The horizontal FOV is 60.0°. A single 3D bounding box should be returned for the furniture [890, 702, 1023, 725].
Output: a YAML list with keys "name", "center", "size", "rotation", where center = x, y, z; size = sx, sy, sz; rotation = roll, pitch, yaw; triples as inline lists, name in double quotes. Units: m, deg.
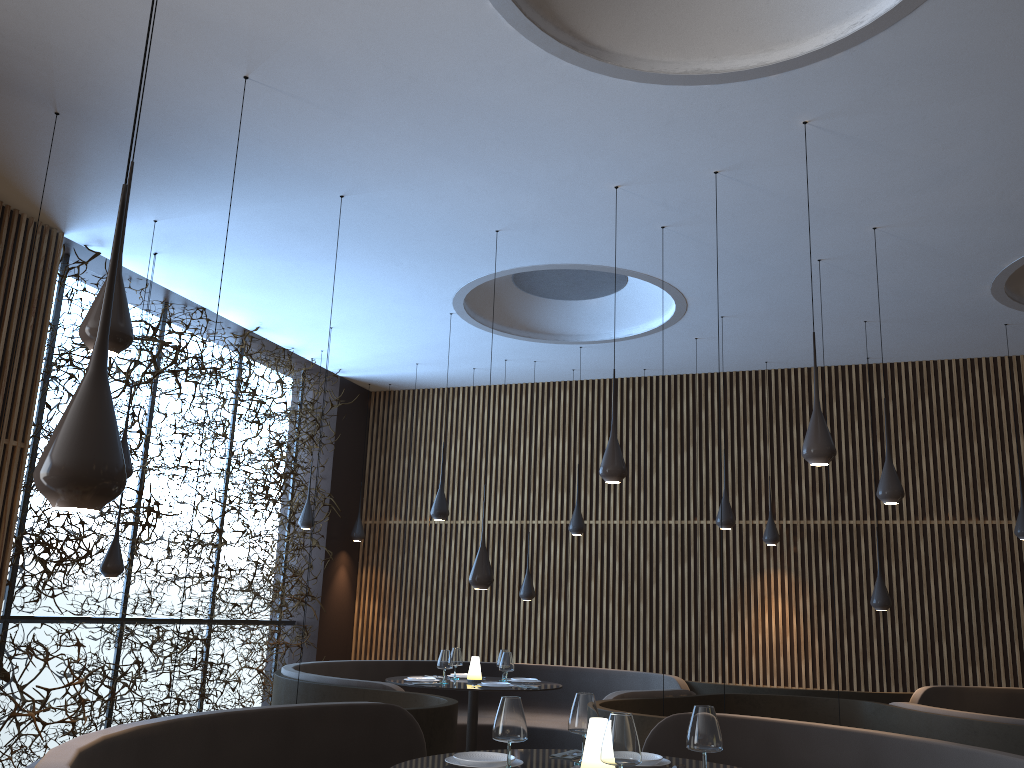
- name: "furniture"
  center: [3.552, 2.768, 5.927]
  size: [0.902, 1.041, 2.542]
  rotation: [10, -16, -27]

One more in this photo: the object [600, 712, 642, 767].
- name: "object"
  center: [0.379, 1.303, 3.088]
  size: [0.142, 0.293, 0.142]
  rotation: [7, -14, -18]

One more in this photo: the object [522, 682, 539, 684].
- name: "object"
  center: [0.121, 2.887, 8.601]
  size: [0.204, 0.011, 0.413]
  rotation: [7, -15, -18]

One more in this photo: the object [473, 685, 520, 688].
- name: "object"
  center: [-0.148, 2.697, 7.920]
  size: [0.411, 0.011, 0.205]
  rotation: [9, -16, -23]

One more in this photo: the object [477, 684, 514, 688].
- name: "object"
  center: [-0.144, 2.696, 7.922]
  size: [0.332, 0.014, 0.334]
  rotation: [1, -15, 6]

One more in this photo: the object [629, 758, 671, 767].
- name: "object"
  center: [0.535, 1.670, 3.925]
  size: [0.332, 0.014, 0.333]
  rotation: [-9, -18, 37]

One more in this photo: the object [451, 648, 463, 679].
- name: "object"
  center: [-0.555, 2.753, 8.733]
  size: [0.142, 0.293, 0.142]
  rotation: [-3, -15, 20]

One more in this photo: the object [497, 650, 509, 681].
- name: "object"
  center: [-0.082, 2.775, 8.745]
  size: [0.142, 0.293, 0.142]
  rotation: [9, -15, -26]

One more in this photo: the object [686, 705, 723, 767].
- name: "object"
  center: [0.759, 1.425, 3.496]
  size: [0.142, 0.293, 0.143]
  rotation: [4, -14, -9]

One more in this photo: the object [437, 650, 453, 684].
- name: "object"
  center: [-0.617, 2.593, 8.133]
  size: [0.142, 0.293, 0.143]
  rotation: [-1, -14, 14]

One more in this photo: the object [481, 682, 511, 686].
- name: "object"
  center: [-0.144, 2.687, 7.924]
  size: [0.263, 0.029, 0.264]
  rotation: [-5, -16, 25]

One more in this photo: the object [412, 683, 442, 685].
- name: "object"
  center: [-0.757, 2.676, 7.909]
  size: [0.262, 0.016, 0.127]
  rotation: [7, -15, -17]

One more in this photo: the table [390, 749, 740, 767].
- name: "table"
  center: [0.316, 2.045, 3.343]
  size: [1.674, 1.018, 1.681]
  rotation: [-6, -17, 29]

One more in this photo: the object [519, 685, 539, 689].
- name: "object"
  center: [0.146, 2.736, 8.002]
  size: [0.126, 0.016, 0.263]
  rotation: [7, -16, -19]

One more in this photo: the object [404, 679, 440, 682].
- name: "object"
  center: [-0.835, 2.741, 8.195]
  size: [0.332, 0.014, 0.334]
  rotation: [-2, -15, 17]

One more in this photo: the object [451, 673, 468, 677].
- name: "object"
  center: [-0.487, 2.935, 8.918]
  size: [0.263, 0.029, 0.265]
  rotation: [-1, -15, 12]

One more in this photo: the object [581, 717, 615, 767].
- name: "object"
  center: [0.340, 1.438, 3.487]
  size: [0.142, 0.231, 0.145]
  rotation: [-8, -17, 35]

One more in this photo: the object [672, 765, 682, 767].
- name: "object"
  center: [0.539, 1.671, 3.923]
  size: [0.411, 0.011, 0.205]
  rotation: [-5, -16, 26]

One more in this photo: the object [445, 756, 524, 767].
- name: "object"
  center: [-0.117, 1.594, 3.735]
  size: [0.332, 0.014, 0.333]
  rotation: [-6, -17, 27]

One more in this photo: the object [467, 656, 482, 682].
- name: "object"
  center: [-0.353, 2.715, 8.439]
  size: [0.142, 0.231, 0.145]
  rotation: [2, -14, 0]

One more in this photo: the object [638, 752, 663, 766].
- name: "object"
  center: [0.536, 1.661, 3.927]
  size: [0.263, 0.029, 0.265]
  rotation: [-2, -15, 15]

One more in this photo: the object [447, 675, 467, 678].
- name: "object"
  center: [-0.487, 2.945, 8.916]
  size: [0.332, 0.014, 0.334]
  rotation: [-3, -15, 18]

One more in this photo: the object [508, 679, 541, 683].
- name: "object"
  center: [0.119, 2.887, 8.605]
  size: [0.332, 0.014, 0.334]
  rotation: [1, -15, 5]

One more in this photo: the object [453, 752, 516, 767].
- name: "object"
  center: [-0.117, 1.585, 3.737]
  size: [0.263, 0.029, 0.264]
  rotation: [6, -15, -13]

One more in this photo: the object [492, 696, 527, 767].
- name: "object"
  center: [-0.009, 1.412, 3.562]
  size: [0.142, 0.293, 0.142]
  rotation: [5, -14, -13]

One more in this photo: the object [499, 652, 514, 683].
- name: "object"
  center: [-0.050, 2.623, 8.162]
  size: [0.142, 0.293, 0.143]
  rotation: [-1, -14, 13]

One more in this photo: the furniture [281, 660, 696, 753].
- name: "furniture"
  center: [-0.171, 3.201, 8.160]
  size: [3.883, 1.041, 3.814]
  rotation: [3, -15, -3]

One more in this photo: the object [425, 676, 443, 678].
- name: "object"
  center: [-0.770, 2.914, 8.813]
  size: [0.126, 0.016, 0.263]
  rotation: [9, -16, -23]

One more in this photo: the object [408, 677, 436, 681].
- name: "object"
  center: [-0.835, 2.732, 8.198]
  size: [0.264, 0.029, 0.264]
  rotation: [12, -18, -33]

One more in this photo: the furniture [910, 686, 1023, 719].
- name: "furniture"
  center: [5.606, 3.140, 7.182]
  size: [1.986, 1.041, 3.947]
  rotation: [13, -18, -36]

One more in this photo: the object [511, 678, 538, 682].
- name: "object"
  center: [0.119, 2.877, 8.608]
  size: [0.263, 0.029, 0.265]
  rotation: [0, -15, 8]

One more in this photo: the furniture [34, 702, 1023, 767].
- name: "furniture"
  center: [0.282, 1.967, 3.315]
  size: [3.880, 1.111, 3.813]
  rotation: [3, -15, -4]

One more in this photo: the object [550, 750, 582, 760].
- name: "object"
  center: [0.285, 1.712, 4.092]
  size: [0.126, 0.016, 0.263]
  rotation: [-7, -17, 30]

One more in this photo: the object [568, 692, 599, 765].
- name: "object"
  center: [0.317, 1.513, 3.893]
  size: [0.142, 0.293, 0.142]
  rotation: [-10, -18, 40]
